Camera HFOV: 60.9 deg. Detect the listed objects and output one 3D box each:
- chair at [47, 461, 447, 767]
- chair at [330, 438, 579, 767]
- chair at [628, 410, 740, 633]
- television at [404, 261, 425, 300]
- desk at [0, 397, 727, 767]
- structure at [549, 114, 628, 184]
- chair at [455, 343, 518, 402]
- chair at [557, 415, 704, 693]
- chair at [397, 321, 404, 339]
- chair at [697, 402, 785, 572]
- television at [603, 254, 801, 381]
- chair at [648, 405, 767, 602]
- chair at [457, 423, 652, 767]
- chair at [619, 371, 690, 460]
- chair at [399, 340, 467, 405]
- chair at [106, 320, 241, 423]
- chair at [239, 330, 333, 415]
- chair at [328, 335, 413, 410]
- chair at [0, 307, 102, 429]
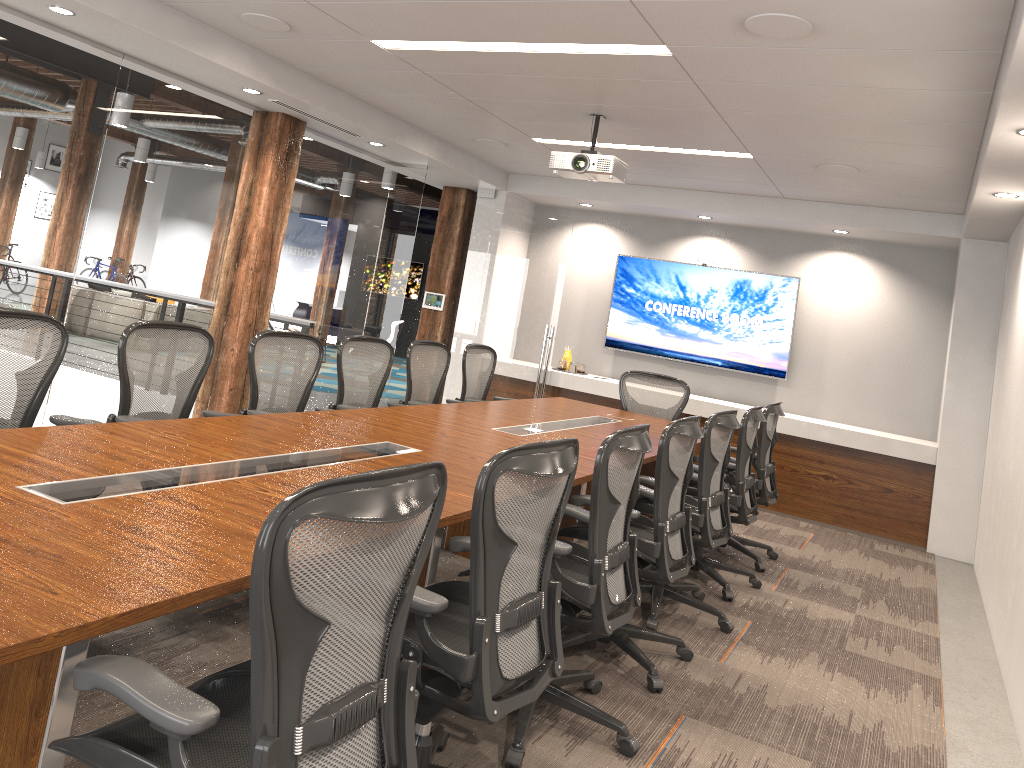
[{"bbox_3d":[-0.548,0.653,1.697,0.799,1.105,0.756,9,-2,19],"label":"chair"},{"bbox_3d":[-0.227,0.639,2.467,0.770,1.104,0.785,8,-2,25],"label":"chair"},{"bbox_3d":[0.829,0.630,4.570,0.797,1.105,0.758,9,-2,11],"label":"chair"},{"bbox_3d":[-2.547,-2.268,18.536,1.479,0.807,0.048,11,-5,26],"label":"television"},{"bbox_3d":[-0.308,0.641,4.160,1.420,0.760,5.953,11,5,25],"label":"desk"},{"bbox_3d":[0.549,-1.642,6.026,0.465,0.462,0.312,9,-2,26],"label":"structure"},{"bbox_3d":[-0.112,0.272,6.841,0.771,1.104,0.784,8,-3,31],"label":"chair"},{"bbox_3d":[0.456,0.627,3.898,0.769,1.104,0.786,8,-2,27],"label":"chair"},{"bbox_3d":[-2.223,-0.628,14.035,0.777,0.933,0.679,10,-2,-27],"label":"chair"},{"bbox_3d":[1.490,0.611,6.049,0.769,1.104,0.786,8,-2,27],"label":"chair"},{"bbox_3d":[1.927,-0.746,8.982,1.931,1.122,0.063,11,-5,26],"label":"television"},{"bbox_3d":[1.158,0.618,5.335,0.771,1.104,0.784,8,-3,36],"label":"chair"},{"bbox_3d":[0.140,0.642,3.131,0.795,1.105,0.760,9,-2,7],"label":"chair"},{"bbox_3d":[1.021,0.465,6.815,0.774,1.104,0.781,9,-2,9],"label":"chair"},{"bbox_3d":[-0.478,0.270,6.174,0.796,1.105,0.759,9,-2,9],"label":"chair"},{"bbox_3d":[-1.469,0.297,3.979,0.766,1.104,0.789,9,-2,15],"label":"chair"},{"bbox_3d":[-1.127,0.289,4.718,0.797,1.105,0.758,9,-2,11],"label":"chair"},{"bbox_3d":[-0.782,0.286,5.408,0.767,1.104,0.788,9,-2,18],"label":"chair"},{"bbox_3d":[-1.878,0.287,3.318,0.795,1.105,0.760,9,-2,7],"label":"chair"}]
